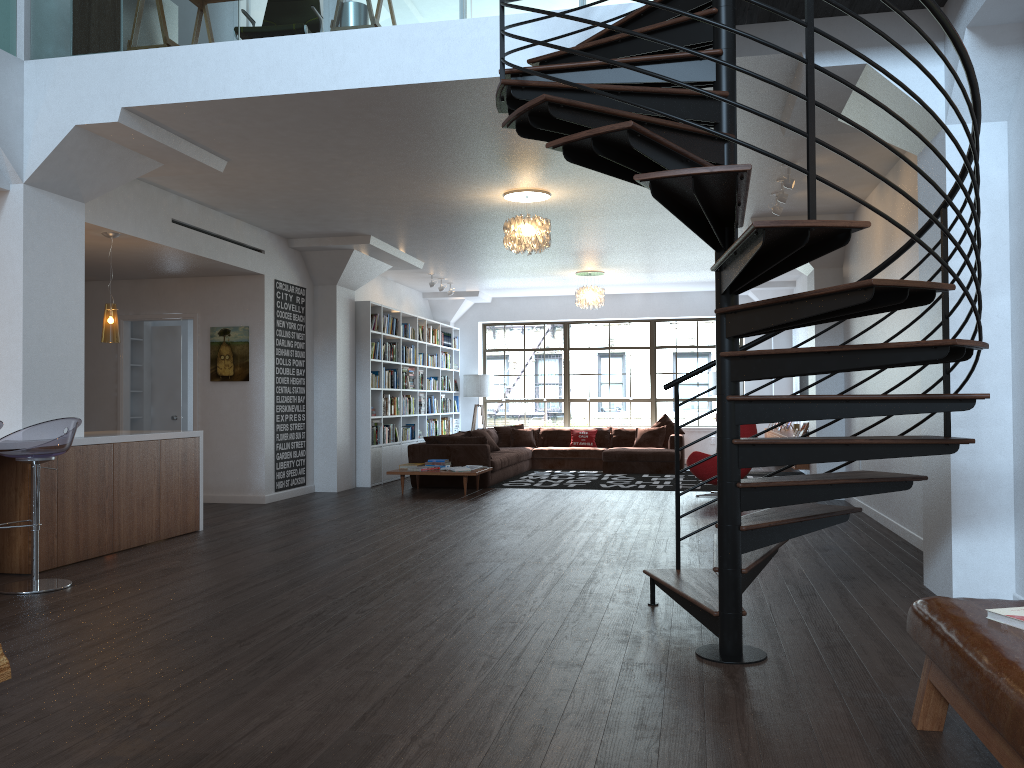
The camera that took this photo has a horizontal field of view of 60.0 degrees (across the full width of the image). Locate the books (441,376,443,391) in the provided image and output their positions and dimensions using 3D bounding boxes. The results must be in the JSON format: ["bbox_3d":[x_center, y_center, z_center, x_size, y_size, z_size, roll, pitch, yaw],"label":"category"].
[{"bbox_3d":[-1.244,-0.005,14.891,0.174,0.240,0.054,-1,-1,12],"label":"books"}]

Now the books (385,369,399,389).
[{"bbox_3d":[-1.708,-0.073,12.646,0.176,0.294,0.102,-1,-1,12],"label":"books"}]

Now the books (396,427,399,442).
[{"bbox_3d":[-1.701,0.720,12.613,0.161,0.207,0.135,-1,-1,11],"label":"books"}]

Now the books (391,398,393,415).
[{"bbox_3d":[-1.750,0.318,12.425,0.171,0.246,0.057,-1,-1,12],"label":"books"}]

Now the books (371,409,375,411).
[{"bbox_3d":[-1.924,0.343,11.720,0.174,0.032,0.254,0,-1,7],"label":"books"}]

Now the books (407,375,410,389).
[{"bbox_3d":[-1.601,-0.021,13.140,0.161,0.207,0.135,-1,-1,11],"label":"books"}]

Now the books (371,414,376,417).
[{"bbox_3d":[-1.920,0.411,11.723,0.197,0.035,0.284,0,-1,2],"label":"books"}]

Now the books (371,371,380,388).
[{"bbox_3d":[-1.848,-0.057,11.900,0.140,0.231,0.042,-1,-1,12],"label":"books"}]

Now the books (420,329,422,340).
[{"bbox_3d":[-1.483,-0.758,13.754,0.161,0.207,0.130,-1,-1,11],"label":"books"}]

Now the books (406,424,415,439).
[{"bbox_3d":[-1.538,0.722,13.436,0.140,0.231,0.042,-1,-1,12],"label":"books"}]

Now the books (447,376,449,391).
[{"bbox_3d":[-1.179,-0.005,15.236,0.183,0.253,0.042,-1,-1,12],"label":"books"}]

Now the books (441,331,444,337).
[{"bbox_3d":[-1.246,-0.760,15.019,0.183,0.253,0.042,-1,-1,12],"label":"books"}]

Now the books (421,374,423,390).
[{"bbox_3d":[-1.481,-0.030,13.782,0.183,0.253,0.039,-1,-1,12],"label":"books"}]

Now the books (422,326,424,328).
[{"bbox_3d":[-1.461,-0.778,13.899,0.160,0.251,0.039,-1,-1,12],"label":"books"}]

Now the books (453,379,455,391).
[{"bbox_3d":[-1.096,0.017,15.601,0.161,0.222,0.084,-1,-1,12],"label":"books"}]

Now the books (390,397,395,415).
[{"bbox_3d":[-1.735,0.316,12.506,0.183,0.253,0.034,-1,-1,12],"label":"books"}]

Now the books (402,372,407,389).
[{"bbox_3d":[-1.636,-0.047,13.024,0.183,0.253,0.042,-1,-1,12],"label":"books"}]

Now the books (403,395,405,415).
[{"bbox_3d":[-1.644,0.305,12.930,0.176,0.290,0.053,-1,-1,11],"label":"books"}]

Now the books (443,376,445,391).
[{"bbox_3d":[-1.231,-0.009,15.003,0.183,0.253,0.042,-1,-1,12],"label":"books"}]

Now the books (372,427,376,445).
[{"bbox_3d":[-1.890,0.686,11.693,0.174,0.240,0.054,-1,-1,12],"label":"books"}]

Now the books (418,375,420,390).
[{"bbox_3d":[-1.501,-0.020,13.637,0.161,0.223,0.030,-1,-1,12],"label":"books"}]

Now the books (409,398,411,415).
[{"bbox_3d":[-1.590,0.328,13.162,0.183,0.253,0.034,-1,-1,11],"label":"books"}]

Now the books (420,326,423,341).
[{"bbox_3d":[-1.478,-0.779,13.835,0.160,0.251,0.031,-1,-1,12],"label":"books"}]

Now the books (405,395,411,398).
[{"bbox_3d":[-1.592,0.310,13.198,0.176,0.290,0.036,-1,-1,11],"label":"books"}]

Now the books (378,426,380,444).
[{"bbox_3d":[-1.860,0.683,11.886,0.180,0.251,0.048,-1,-1,12],"label":"books"}]

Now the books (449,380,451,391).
[{"bbox_3d":[-1.162,0.006,15.325,0.174,0.236,0.142,-1,-1,11],"label":"books"}]

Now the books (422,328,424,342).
[{"bbox_3d":[-1.462,-0.765,13.863,0.161,0.223,0.032,-1,-1,12],"label":"books"}]

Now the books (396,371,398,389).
[{"bbox_3d":[-1.710,-0.055,12.582,0.182,0.253,0.034,-1,-1,12],"label":"books"}]

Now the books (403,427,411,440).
[{"bbox_3d":[-1.578,0.738,13.213,0.139,0.191,0.036,-1,-1,12],"label":"books"}]

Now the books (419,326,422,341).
[{"bbox_3d":[-1.502,-0.774,13.702,0.174,0.236,0.136,-1,-1,11],"label":"books"}]

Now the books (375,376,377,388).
[{"bbox_3d":[-1.855,-0.026,11.813,0.120,0.167,0.020,-1,-1,12],"label":"books"}]

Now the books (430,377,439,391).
[{"bbox_3d":[-1.285,-0.005,14.652,0.140,0.231,0.042,-1,-1,12],"label":"books"}]

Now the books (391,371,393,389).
[{"bbox_3d":[-1.750,-0.059,12.412,0.182,0.253,0.034,-1,-1,12],"label":"books"}]

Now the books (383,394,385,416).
[{"bbox_3d":[-1.804,0.285,12.084,0.140,0.298,0.044,-1,-1,12],"label":"books"}]

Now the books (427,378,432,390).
[{"bbox_3d":[-1.361,0.001,14.291,0.140,0.206,0.042,-1,-1,12],"label":"books"}]

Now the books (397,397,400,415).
[{"bbox_3d":[-1.697,0.318,12.671,0.183,0.253,0.034,-1,-1,12],"label":"books"}]

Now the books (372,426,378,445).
[{"bbox_3d":[-1.878,0.681,11.805,0.183,0.253,0.042,-1,-1,12],"label":"books"}]

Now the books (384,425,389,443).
[{"bbox_3d":[-1.789,0.688,12.238,0.183,0.253,0.042,-1,-1,12],"label":"books"}]

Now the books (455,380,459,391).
[{"bbox_3d":[-1.059,0.025,15.788,0.182,0.215,0.188,-1,-1,12],"label":"books"}]

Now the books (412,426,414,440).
[{"bbox_3d":[-1.551,0.736,13.352,0.146,0.202,0.027,-1,-1,12],"label":"books"}]

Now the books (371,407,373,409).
[{"bbox_3d":[-1.923,0.315,11.725,0.144,0.025,0.204,0,-1,2],"label":"books"}]

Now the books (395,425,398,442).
[{"bbox_3d":[-1.720,0.704,12.559,0.174,0.236,0.142,-1,-1,11],"label":"books"}]

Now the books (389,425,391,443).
[{"bbox_3d":[-1.771,0.694,12.309,0.171,0.246,0.039,-1,-1,12],"label":"books"}]

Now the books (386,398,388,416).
[{"bbox_3d":[-1.795,0.314,12.220,0.171,0.246,0.057,-1,-1,12],"label":"books"}]

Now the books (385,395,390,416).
[{"bbox_3d":[-1.781,0.293,12.303,0.176,0.290,0.053,-1,-1,12],"label":"books"}]

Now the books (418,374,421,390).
[{"bbox_3d":[-1.492,-0.034,13.677,0.174,0.251,0.051,-1,-1,12],"label":"books"}]

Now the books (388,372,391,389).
[{"bbox_3d":[-1.773,-0.049,12.345,0.167,0.230,0.037,-1,-1,12],"label":"books"}]

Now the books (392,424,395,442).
[{"bbox_3d":[-1.737,0.693,12.471,0.183,0.253,0.042,-1,-1,12],"label":"books"}]

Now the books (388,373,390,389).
[{"bbox_3d":[-1.774,-0.046,12.285,0.161,0.223,0.027,-1,-1,12],"label":"books"}]

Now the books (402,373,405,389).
[{"bbox_3d":[-1.649,-0.043,12.912,0.174,0.240,0.054,-1,-1,12],"label":"books"}]

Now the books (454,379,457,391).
[{"bbox_3d":[-1.092,0.020,15.740,0.182,0.226,0.173,-1,-1,12],"label":"books"}]

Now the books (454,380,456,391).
[{"bbox_3d":[-1.086,0.027,15.701,0.167,0.210,0.162,-1,-1,12],"label":"books"}]

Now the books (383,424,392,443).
[{"bbox_3d":[-1.760,0.689,12.388,0.180,0.259,0.042,-1,-1,12],"label":"books"}]

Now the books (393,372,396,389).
[{"bbox_3d":[-1.729,-0.050,12.510,0.174,0.239,0.045,-1,-1,12],"label":"books"}]

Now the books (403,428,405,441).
[{"bbox_3d":[-1.638,0.737,12.961,0.134,0.184,0.030,-1,-1,12],"label":"books"}]
